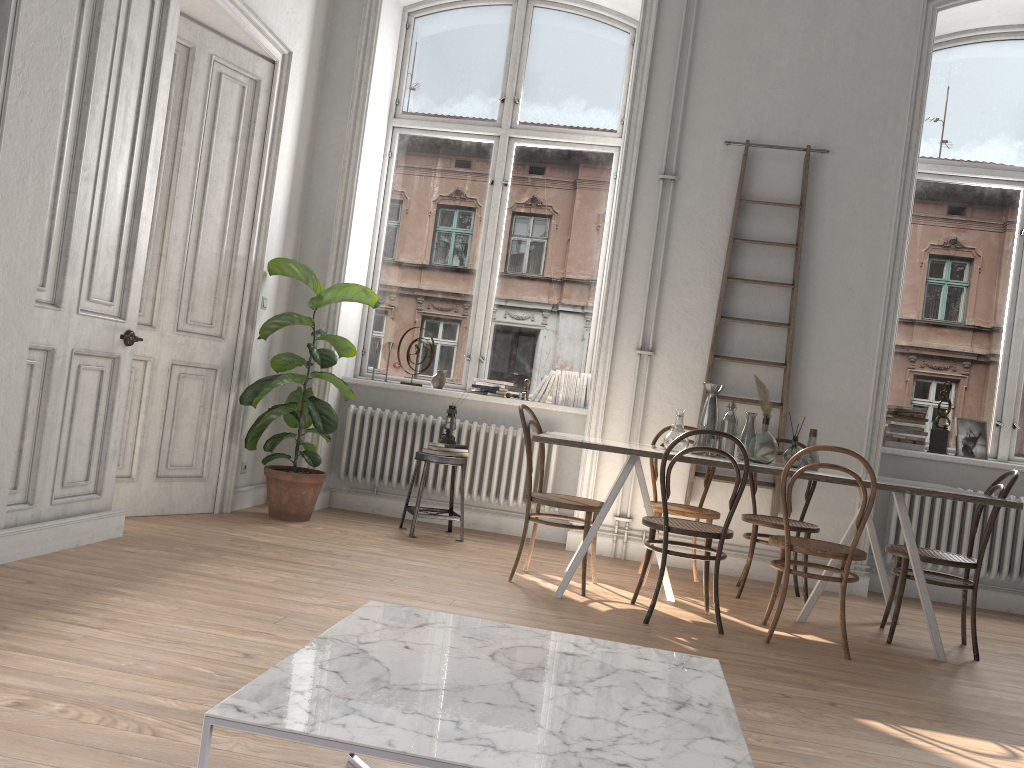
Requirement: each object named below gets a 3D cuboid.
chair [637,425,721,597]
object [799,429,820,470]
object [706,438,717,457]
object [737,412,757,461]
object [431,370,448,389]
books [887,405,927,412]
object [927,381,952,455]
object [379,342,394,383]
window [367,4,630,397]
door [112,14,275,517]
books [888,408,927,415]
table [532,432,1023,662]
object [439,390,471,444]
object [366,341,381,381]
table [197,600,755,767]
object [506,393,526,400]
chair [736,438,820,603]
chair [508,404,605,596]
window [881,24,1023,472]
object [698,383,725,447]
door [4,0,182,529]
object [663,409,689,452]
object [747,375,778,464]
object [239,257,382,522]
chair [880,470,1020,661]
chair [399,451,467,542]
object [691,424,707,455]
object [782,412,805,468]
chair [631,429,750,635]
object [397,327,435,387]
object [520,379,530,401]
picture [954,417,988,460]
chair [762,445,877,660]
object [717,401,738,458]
[{"bbox_3d":[0.985,0.703,5.155,0.438,0.920,0.549,8,-1,6],"label":"chair"},{"bbox_3d":[1.579,0.343,4.678,0.101,0.211,0.101,8,-1,-42],"label":"object"},{"bbox_3d":[1.039,0.329,4.593,0.058,0.094,0.058,7,-1,36],"label":"object"},{"bbox_3d":[1.262,0.280,4.732,0.098,0.255,0.100,8,-1,-15],"label":"object"},{"bbox_3d":[-0.524,-0.036,6.349,0.100,0.142,0.102,8,-1,-17],"label":"object"},{"bbox_3d":[2.630,0.163,5.920,0.201,0.024,0.159,8,-1,-2],"label":"books"},{"bbox_3d":[2.855,0.222,5.882,0.122,0.488,0.102,7,-1,33],"label":"object"},{"bbox_3d":[-0.892,-0.157,6.389,0.095,0.289,0.095,7,-1,31],"label":"object"},{"bbox_3d":[-0.104,-1.386,6.525,1.622,2.843,0.013,7,-1,8],"label":"window"},{"bbox_3d":[-1.924,-0.645,5.052,0.216,2.814,1.097,7,-1,33],"label":"door"},{"bbox_3d":[2.631,0.185,5.910,0.205,0.020,0.155,7,-1,8],"label":"books"},{"bbox_3d":[1.203,0.792,4.608,2.200,0.779,1.100,7,-1,8],"label":"table"},{"bbox_3d":[-0.371,0.202,5.813,0.163,0.383,0.154,8,-1,-18],"label":"object"},{"bbox_3d":[-0.999,-0.170,6.462,0.095,0.289,0.095,7,-1,40],"label":"object"},{"bbox_3d":[-0.019,0.767,1.710,0.849,0.392,0.849,7,-1,8],"label":"table"},{"bbox_3d":[0.017,0.082,6.289,0.153,0.048,0.088,9,-1,-42],"label":"object"},{"bbox_3d":[1.558,0.780,5.150,0.437,0.920,0.549,7,-1,15],"label":"chair"},{"bbox_3d":[0.252,0.598,4.726,0.549,0.920,0.438,7,-1,17],"label":"chair"},{"bbox_3d":[10.656,-4.309,8.100,14.382,15.934,26.405,7,-1,8],"label":"window"},{"bbox_3d":[1.068,0.191,4.802,0.116,0.383,0.116,7,-1,20],"label":"object"},{"bbox_3d":[-1.925,-0.667,3.878,0.216,2.814,1.097,7,-1,10],"label":"door"},{"bbox_3d":[0.858,0.241,4.588,0.132,0.219,0.132,8,-1,-2],"label":"object"},{"bbox_3d":[1.309,0.187,4.566,0.156,0.446,0.157,7,-1,26],"label":"object"},{"bbox_3d":[1.153,0.258,5.064,5.825,1.842,0.792,7,-1,13],"label":"object"},{"bbox_3d":[2.160,0.846,4.424,0.549,0.920,0.438,7,-1,21],"label":"chair"},{"bbox_3d":[-0.490,0.717,5.748,0.364,0.522,0.360,8,-1,-18],"label":"chair"},{"bbox_3d":[0.997,0.293,4.695,0.083,0.158,0.083,8,-1,4],"label":"object"},{"bbox_3d":[1.475,0.292,4.618,0.107,0.283,0.107,8,-1,3],"label":"object"},{"bbox_3d":[0.845,0.667,4.226,0.438,0.920,0.549,8,-1,4],"label":"chair"},{"bbox_3d":[-0.694,-0.200,6.382,0.347,0.425,0.087,7,-1,41],"label":"object"},{"bbox_3d":[0.100,0.040,6.222,0.048,0.153,0.088,8,-1,-22],"label":"object"},{"bbox_3d":[3.030,0.365,5.895,0.221,0.264,0.149,8,-1,-8],"label":"picture"},{"bbox_3d":[1.414,0.741,4.106,0.437,0.920,0.549,7,-1,19],"label":"chair"},{"bbox_3d":[1.144,0.239,4.677,0.086,0.301,0.086,8,-1,-6],"label":"object"}]
